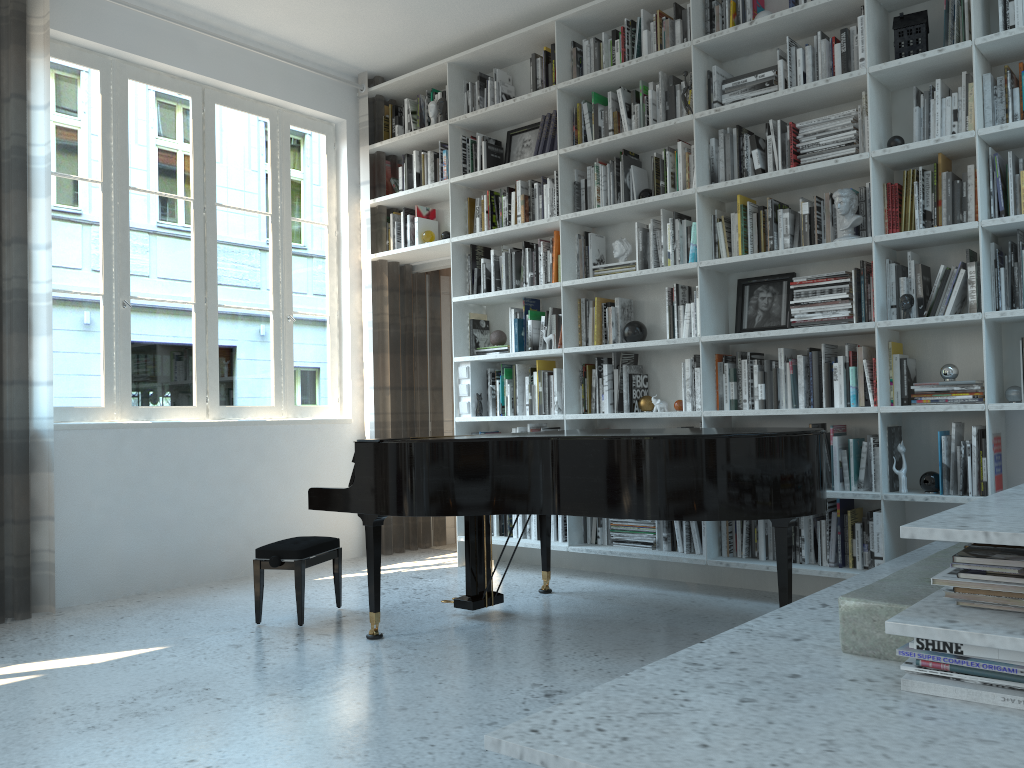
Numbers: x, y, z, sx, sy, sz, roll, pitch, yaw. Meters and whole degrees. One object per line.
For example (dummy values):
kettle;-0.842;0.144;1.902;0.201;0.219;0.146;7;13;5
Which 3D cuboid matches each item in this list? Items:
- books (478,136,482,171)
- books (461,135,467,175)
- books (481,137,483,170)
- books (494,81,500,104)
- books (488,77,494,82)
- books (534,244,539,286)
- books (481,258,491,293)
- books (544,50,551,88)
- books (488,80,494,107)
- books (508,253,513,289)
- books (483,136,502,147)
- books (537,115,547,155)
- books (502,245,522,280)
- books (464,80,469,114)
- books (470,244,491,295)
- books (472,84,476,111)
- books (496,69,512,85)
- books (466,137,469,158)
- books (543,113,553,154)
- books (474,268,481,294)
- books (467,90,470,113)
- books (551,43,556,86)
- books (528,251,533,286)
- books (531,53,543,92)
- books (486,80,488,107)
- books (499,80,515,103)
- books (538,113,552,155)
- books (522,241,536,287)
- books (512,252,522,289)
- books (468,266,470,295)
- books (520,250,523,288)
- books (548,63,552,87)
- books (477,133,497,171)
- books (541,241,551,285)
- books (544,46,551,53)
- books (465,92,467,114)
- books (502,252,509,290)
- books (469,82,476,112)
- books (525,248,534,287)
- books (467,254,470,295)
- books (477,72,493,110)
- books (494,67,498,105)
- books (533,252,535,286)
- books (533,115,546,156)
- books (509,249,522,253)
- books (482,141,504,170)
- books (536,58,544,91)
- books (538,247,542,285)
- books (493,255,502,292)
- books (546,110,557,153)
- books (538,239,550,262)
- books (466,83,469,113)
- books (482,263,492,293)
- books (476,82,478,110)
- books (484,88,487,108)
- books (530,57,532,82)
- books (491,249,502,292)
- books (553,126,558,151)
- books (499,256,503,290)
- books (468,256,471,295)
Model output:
books;-0.147;-1.396;5.514;0.023;0.258;0.183;-3;-2;40
books;-0.254;-1.407;5.609;0.005;0.292;0.184;-3;-2;40
books;-0.128;-1.392;5.510;0.011;0.249;0.168;-3;-2;40
books;-0.045;-1.739;5.456;0.014;0.202;0.170;-3;-2;40
books;-0.097;-1.762;5.502;0.013;0.252;0.129;-3;-2;40
books;0.182;-0.685;5.252;0.012;0.272;0.145;-3;-2;40
books;-0.124;-0.650;5.496;0.022;0.235;0.177;-3;-2;40
books;0.249;-1.793;5.196;0.011;0.274;0.183;-3;-2;40
books;-0.085;-1.744;5.470;0.021;0.213;0.173;-3;-2;40
books;0.039;-0.660;5.358;0.024;0.237;0.167;-3;-2;40
books;-0.120;-1.395;5.501;0.012;0.254;0.166;-3;-2;40
books;0.230;-1.423;5.235;0.110;0.279;0.174;-3;-2;40
books;0.004;-0.686;5.396;0.011;0.293;0.183;-3;-2;40
books;-0.249;-1.769;5.636;0.007;0.285;0.159;-3;-2;40
books;-0.192;-0.696;5.543;0.012;0.333;0.184;-3;-2;40
books;-0.183;-1.744;5.564;0.013;0.225;0.177;-3;-2;40
books;-0.046;-1.784;5.480;0.015;0.293;0.130;-3;-2;40
books;-0.236;-1.404;5.607;0.006;0.287;0.148;-3;-2;40
books;0.264;-1.425;5.206;0.110;0.279;0.174;-3;-2;40
books;-0.167;-0.621;5.530;0.037;0.182;0.189;-3;-2;40
books;-0.217;-1.734;5.605;0.032;0.210;0.158;-3;-2;40
books;0.289;-1.806;5.155;0.025;0.297;0.163;-3;-2;40
books;0.159;-0.662;5.263;0.013;0.229;0.177;-3;-2;40
books;0.187;-1.792;5.250;0.024;0.279;0.188;-3;-2;40
books;-0.093;-1.746;5.487;0.013;0.219;0.181;-3;-2;40
books;-0.029;-1.744;5.455;0.013;0.210;0.136;-3;-2;40
books;0.236;-1.425;5.207;0.110;0.279;0.174;-3;-2;40
books;0.119;-0.695;5.302;0.013;0.299;0.151;-3;-2;40
books;0.069;-0.664;5.343;0.023;0.242;0.184;-3;-2;40
books;-0.210;-0.631;5.584;0.026;0.209;0.155;-3;-2;40
books;0.107;-0.672;5.334;0.048;0.256;0.141;-3;-2;40
books;0.277;-1.752;5.178;0.027;0.190;0.177;-3;-2;40
books;-0.151;-1.406;5.530;0.005;0.281;0.190;-3;-2;40
books;0.225;-0.689;5.205;0.015;0.275;0.157;-3;-2;40
books;0.239;-1.814;5.239;0.014;0.320;0.136;-3;-2;40
books;-0.244;-1.730;5.621;0.017;0.204;0.142;-3;-2;40
books;0.012;-0.663;5.379;0.021;0.247;0.189;-3;-2;40
books;-0.205;-1.754;5.585;0.012;0.249;0.180;-3;-2;40
books;0.138;-0.674;5.298;0.021;0.256;0.156;-3;-2;40
books;-0.220;-0.668;5.604;0.012;0.285;0.159;-3;-2;40
books;-0.144;-1.774;5.510;0.015;0.279;0.190;-3;-2;40
books;-0.062;-1.788;5.478;0.007;0.301;0.145;-3;-2;40
books;0.176;-0.662;5.263;0.013;0.227;0.151;-3;-2;40
books;0.207;-1.422;5.243;0.110;0.279;0.174;-3;-2;40
books;0.035;-0.676;5.383;0.011;0.271;0.157;-3;-2;40
books;-0.115;-1.375;5.487;0.012;0.214;0.185;-3;-2;40
books;0.206;-1.777;5.232;0.028;0.249;0.155;-3;-2;40
books;0.206;-0.675;5.246;0.011;0.251;0.139;-3;-2;40
books;-0.054;-0.659;5.442;0.011;0.246;0.176;-3;-2;40
books;0.274;-1.429;5.171;0.097;0.282;0.174;-3;-2;40
books;0.201;-0.701;5.258;0.011;0.304;0.130;-3;-2;40
books;-0.232;-1.757;5.619;0.007;0.258;0.156;-3;-2;40
books;-0.111;-0.635;5.472;0.028;0.203;0.188;-3;-2;40
books;-0.169;-1.753;5.558;0.016;0.243;0.156;-3;-2;40
books;-0.115;-1.726;5.510;0.026;0.182;0.161;-3;-2;40
books;0.162;-1.788;5.293;0.013;0.278;0.151;-3;-2;40
books;-0.062;-0.676;5.459;0.023;0.281;0.174;-3;-2;40
books;0.312;-1.433;5.165;0.078;0.285;0.174;-3;-2;40
books;-0.015;-0.658;5.440;0.049;0.243;0.139;-3;-2;40
books;-0.204;-0.661;5.557;0.027;0.266;0.176;-3;-2;40
